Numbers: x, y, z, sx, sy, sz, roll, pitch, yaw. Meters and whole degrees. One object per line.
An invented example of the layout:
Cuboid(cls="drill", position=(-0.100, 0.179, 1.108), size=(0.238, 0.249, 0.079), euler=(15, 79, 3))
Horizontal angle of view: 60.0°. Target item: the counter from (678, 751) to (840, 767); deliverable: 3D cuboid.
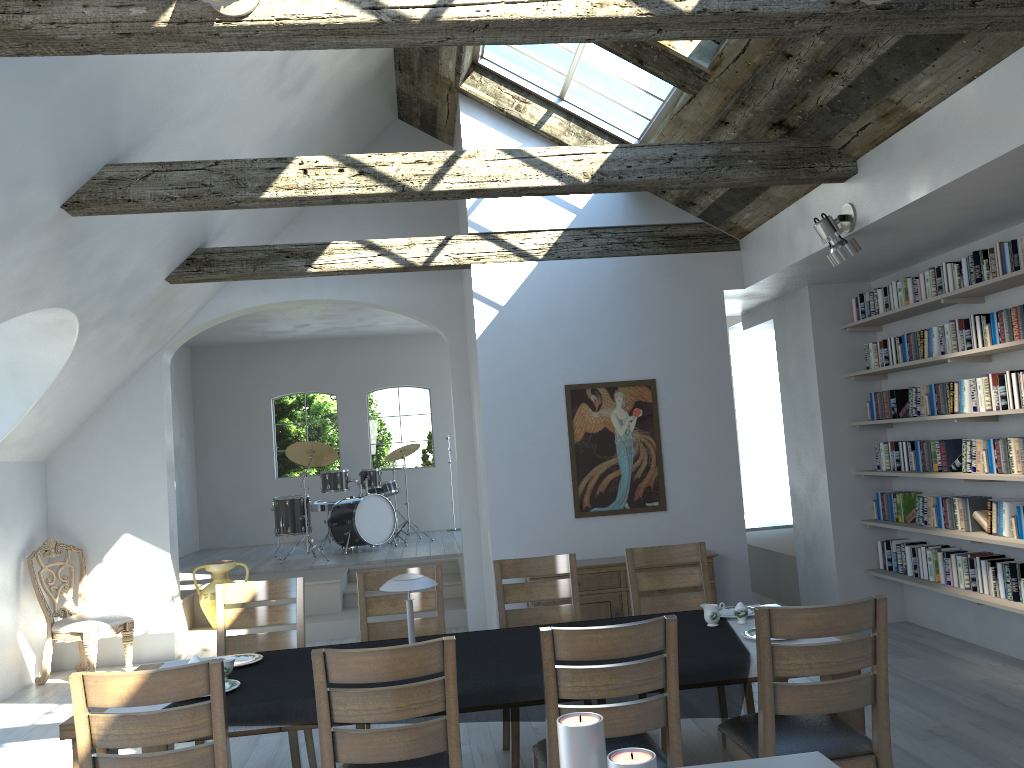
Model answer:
Cuboid(cls="counter", position=(0.262, 1.252, 1.391), size=(1.029, 0.879, 1.029), euler=(-4, -4, -6))

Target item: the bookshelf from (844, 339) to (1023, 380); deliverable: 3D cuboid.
Cuboid(cls="bookshelf", position=(3.268, -0.374, 3.386), size=(0.315, 0.070, 7.825), euler=(-4, -4, -6))

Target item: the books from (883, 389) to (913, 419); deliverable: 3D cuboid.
Cuboid(cls="books", position=(3.001, 0.148, 6.742), size=(0.189, 0.224, 0.345), euler=(-4, -4, -6))

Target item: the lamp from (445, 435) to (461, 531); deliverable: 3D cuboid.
Cuboid(cls="lamp", position=(-0.886, 1.438, 12.966), size=(0.232, 1.383, 0.238), euler=(-4, -4, -6))

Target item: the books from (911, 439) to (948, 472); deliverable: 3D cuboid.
Cuboid(cls="books", position=(3.059, 0.520, 6.450), size=(0.209, 0.220, 0.278), euler=(-4, -4, -8))

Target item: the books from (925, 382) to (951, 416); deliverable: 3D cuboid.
Cuboid(cls="books", position=(3.056, 0.103, 6.220), size=(0.209, 0.220, 0.278), euler=(-4, -4, -8))

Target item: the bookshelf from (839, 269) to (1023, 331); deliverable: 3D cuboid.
Cuboid(cls="bookshelf", position=(3.239, -0.767, 3.415), size=(0.315, 0.070, 7.825), euler=(-4, -4, -6))

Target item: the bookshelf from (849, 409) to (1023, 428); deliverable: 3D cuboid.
Cuboid(cls="bookshelf", position=(3.297, 0.019, 3.356), size=(0.315, 0.070, 7.825), euler=(-4, -4, -6))

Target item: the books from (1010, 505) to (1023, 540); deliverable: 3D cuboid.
Cuboid(cls="books", position=(3.195, 0.845, 5.379), size=(0.209, 0.220, 0.278), euler=(-4, -4, -8))

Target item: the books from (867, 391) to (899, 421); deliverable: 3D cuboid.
Cuboid(cls="books", position=(2.972, 0.172, 7.051), size=(0.209, 0.220, 0.278), euler=(-4, -4, -8))

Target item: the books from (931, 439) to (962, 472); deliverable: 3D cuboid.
Cuboid(cls="books", position=(3.088, 0.496, 6.141), size=(0.189, 0.224, 0.345), euler=(-4, -4, -6))

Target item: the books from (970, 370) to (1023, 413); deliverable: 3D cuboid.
Cuboid(cls="books", position=(3.121, 0.044, 5.579), size=(0.214, 0.237, 0.490), euler=(-4, -4, -6))

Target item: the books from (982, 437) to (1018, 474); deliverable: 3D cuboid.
Cuboid(cls="books", position=(3.143, 0.452, 5.619), size=(0.209, 0.220, 0.278), euler=(-4, -4, -8))

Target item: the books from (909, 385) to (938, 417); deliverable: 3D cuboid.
Cuboid(cls="books", position=(3.029, 0.122, 6.462), size=(0.189, 0.228, 0.249), euler=(-4, -4, -6))

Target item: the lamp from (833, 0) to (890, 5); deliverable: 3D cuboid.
Cuboid(cls="lamp", position=(1.227, -1.460, 3.058), size=(0.233, 0.323, 0.343), euler=(-4, -4, -6))

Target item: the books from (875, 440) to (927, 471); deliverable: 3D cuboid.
Cuboid(cls="books", position=(3.019, 0.553, 6.847), size=(0.214, 0.220, 0.490), euler=(-4, -4, -6))

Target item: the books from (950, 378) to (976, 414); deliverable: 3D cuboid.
Cuboid(cls="books", position=(3.081, 0.080, 5.951), size=(0.189, 0.228, 0.249), euler=(-4, -4, -6))

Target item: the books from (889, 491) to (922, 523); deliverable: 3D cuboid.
Cuboid(cls="books", position=(3.053, 0.941, 6.750), size=(0.189, 0.224, 0.345), euler=(-4, -4, -6))

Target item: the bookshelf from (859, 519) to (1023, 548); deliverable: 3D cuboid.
Cuboid(cls="bookshelf", position=(3.356, 0.806, 3.297), size=(0.315, 0.070, 7.825), euler=(-4, -4, -6))

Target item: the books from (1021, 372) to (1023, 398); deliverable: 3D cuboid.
Cuboid(cls="books", position=(3.176, 0.003, 5.083), size=(0.242, 0.237, 0.494), euler=(-4, -4, -6))

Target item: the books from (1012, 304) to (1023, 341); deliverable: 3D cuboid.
Cuboid(cls="books", position=(3.132, -0.371, 5.197), size=(0.189, 0.224, 0.345), euler=(-4, -4, -6))

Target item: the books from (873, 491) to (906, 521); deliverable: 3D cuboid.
Cuboid(cls="books", position=(3.024, 0.968, 7.054), size=(0.209, 0.220, 0.278), euler=(-4, -4, -8))

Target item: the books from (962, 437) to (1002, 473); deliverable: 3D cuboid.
Cuboid(cls="books", position=(3.117, 0.471, 5.861), size=(0.189, 0.228, 0.249), euler=(-4, -4, -6))

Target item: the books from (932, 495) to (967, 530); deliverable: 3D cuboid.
Cuboid(cls="books", position=(3.109, 0.899, 6.223), size=(0.209, 0.220, 0.278), euler=(-4, -4, -8))

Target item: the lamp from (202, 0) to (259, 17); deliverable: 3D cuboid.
Cuboid(cls="lamp", position=(-0.923, -1.338, 2.824), size=(0.233, 0.311, 0.354), euler=(-4, -4, -6))

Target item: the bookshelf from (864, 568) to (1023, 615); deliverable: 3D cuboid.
Cuboid(cls="bookshelf", position=(3.385, 1.199, 3.268), size=(0.315, 0.070, 7.825), euler=(-4, -4, -6))

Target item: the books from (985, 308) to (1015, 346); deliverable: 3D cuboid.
Cuboid(cls="books", position=(3.103, -0.347, 5.505), size=(0.209, 0.220, 0.278), euler=(-4, -4, -8))

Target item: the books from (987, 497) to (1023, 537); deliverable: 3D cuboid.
Cuboid(cls="books", position=(3.166, 0.844, 5.634), size=(0.189, 0.228, 0.249), euler=(-4, -4, -6))

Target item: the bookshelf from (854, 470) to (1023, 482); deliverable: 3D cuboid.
Cuboid(cls="bookshelf", position=(3.327, 0.412, 3.327), size=(0.315, 0.070, 7.825), euler=(-4, -4, -6))

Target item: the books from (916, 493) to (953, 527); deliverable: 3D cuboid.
Cuboid(cls="books", position=(3.082, 0.918, 6.466), size=(0.189, 0.228, 0.249), euler=(-4, -4, -6))

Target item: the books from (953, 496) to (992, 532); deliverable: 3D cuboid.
Cuboid(cls="books", position=(3.137, 0.875, 5.920), size=(0.189, 0.229, 0.343), euler=(-4, -4, -6))

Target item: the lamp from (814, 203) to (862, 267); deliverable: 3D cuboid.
Cuboid(cls="lamp", position=(1.996, -0.913, 5.447), size=(0.265, 0.386, 0.235), euler=(-5, -4, 16))
